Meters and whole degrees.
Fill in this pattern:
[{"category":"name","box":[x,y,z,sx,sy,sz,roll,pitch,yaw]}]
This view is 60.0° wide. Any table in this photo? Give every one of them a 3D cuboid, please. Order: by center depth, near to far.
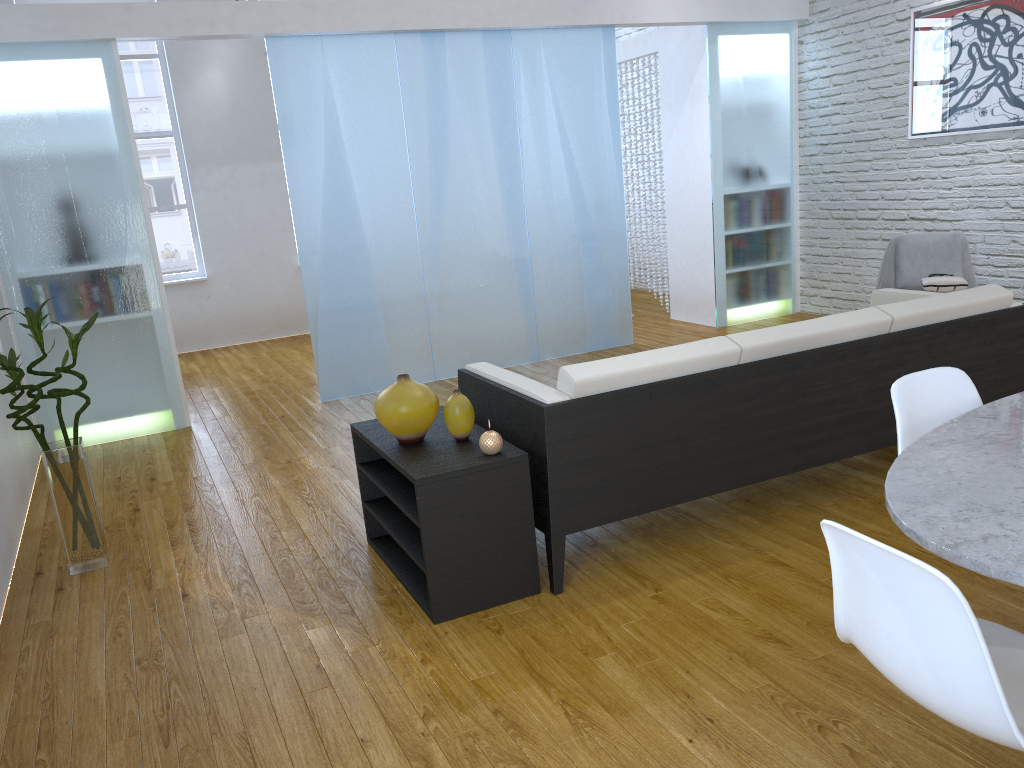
[{"category":"table","box":[1.579,0.393,1.798,1.905,0.627,1.065,-11,15,-23]}]

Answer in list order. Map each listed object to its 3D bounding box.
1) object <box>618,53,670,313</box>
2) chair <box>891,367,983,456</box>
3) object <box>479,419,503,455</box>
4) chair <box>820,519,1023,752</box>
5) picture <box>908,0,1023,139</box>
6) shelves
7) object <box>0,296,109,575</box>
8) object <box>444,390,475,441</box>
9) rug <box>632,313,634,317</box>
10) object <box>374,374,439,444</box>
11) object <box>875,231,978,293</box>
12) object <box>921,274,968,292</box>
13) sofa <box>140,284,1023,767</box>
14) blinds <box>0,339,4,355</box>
[{"category":"object","box":[1.021,-1.604,7.319,0.051,2.031,0.918,-12,16,-23]},{"category":"chair","box":[1.091,0.173,1.997,0.404,0.354,0.417,-12,15,-23]},{"category":"object","box":[-0.064,0.154,2.625,0.071,0.105,0.070,-4,14,4]},{"category":"chair","box":[0.717,0.355,1.385,0.418,0.354,0.403,-11,15,-20]},{"category":"picture","box":[2.694,-1.861,5.169,0.010,0.775,0.915,-12,15,-23]},{"category":"shelves","box":[-0.240,0.390,2.918,0.348,0.455,0.726,-12,15,-23]},{"category":"object","box":[-1.640,0.210,3.100,0.483,0.988,0.378,6,19,38]},{"category":"object","box":[-0.166,0.098,2.783,0.095,0.161,0.095,-1,15,18]},{"category":"rug","box":[0.401,-0.551,7.496,1.093,0.047,0.752,-11,14,-23]},{"category":"object","box":[-0.333,0.077,2.818,0.207,0.217,0.205,-1,15,18]},{"category":"object","box":[2.420,-0.511,5.110,0.645,0.693,0.630,-2,15,15]},{"category":"object","box":[2.424,-0.576,5.007,0.232,0.085,0.222,-2,14,13]},{"category":"sofa","box":[0.634,-0.058,3.998,5.325,0.684,9.671,-11,14,-23]},{"category":"blinds","box":[-2.373,-1.092,3.629,0.007,2.128,0.757,-12,16,-23]}]
